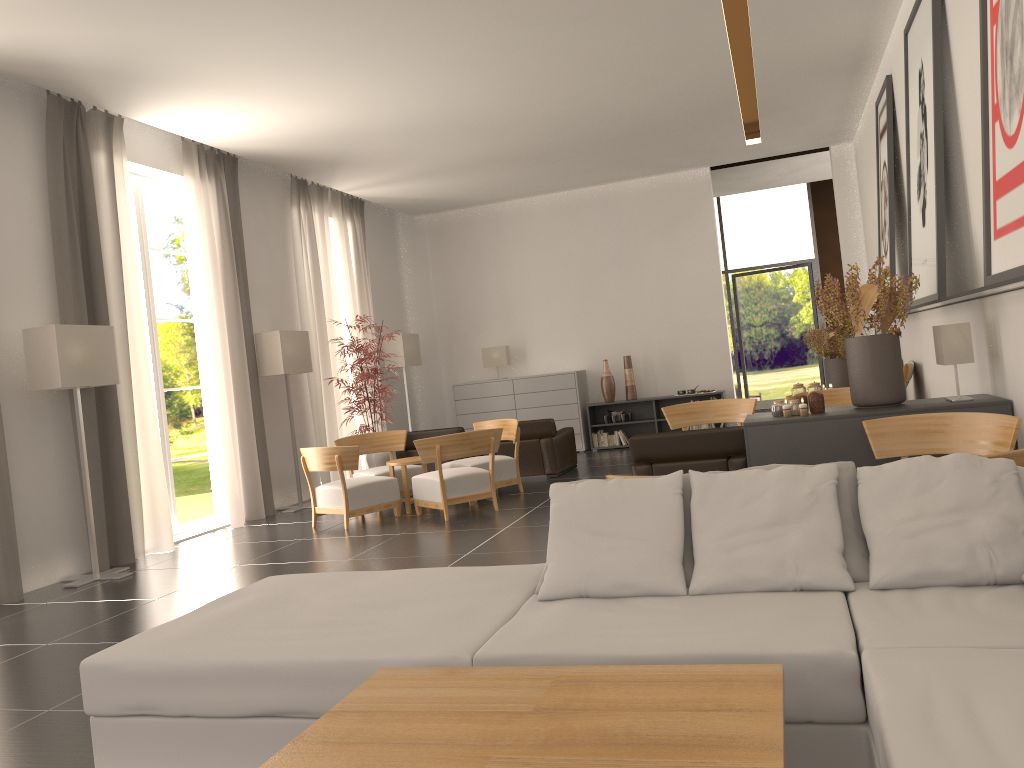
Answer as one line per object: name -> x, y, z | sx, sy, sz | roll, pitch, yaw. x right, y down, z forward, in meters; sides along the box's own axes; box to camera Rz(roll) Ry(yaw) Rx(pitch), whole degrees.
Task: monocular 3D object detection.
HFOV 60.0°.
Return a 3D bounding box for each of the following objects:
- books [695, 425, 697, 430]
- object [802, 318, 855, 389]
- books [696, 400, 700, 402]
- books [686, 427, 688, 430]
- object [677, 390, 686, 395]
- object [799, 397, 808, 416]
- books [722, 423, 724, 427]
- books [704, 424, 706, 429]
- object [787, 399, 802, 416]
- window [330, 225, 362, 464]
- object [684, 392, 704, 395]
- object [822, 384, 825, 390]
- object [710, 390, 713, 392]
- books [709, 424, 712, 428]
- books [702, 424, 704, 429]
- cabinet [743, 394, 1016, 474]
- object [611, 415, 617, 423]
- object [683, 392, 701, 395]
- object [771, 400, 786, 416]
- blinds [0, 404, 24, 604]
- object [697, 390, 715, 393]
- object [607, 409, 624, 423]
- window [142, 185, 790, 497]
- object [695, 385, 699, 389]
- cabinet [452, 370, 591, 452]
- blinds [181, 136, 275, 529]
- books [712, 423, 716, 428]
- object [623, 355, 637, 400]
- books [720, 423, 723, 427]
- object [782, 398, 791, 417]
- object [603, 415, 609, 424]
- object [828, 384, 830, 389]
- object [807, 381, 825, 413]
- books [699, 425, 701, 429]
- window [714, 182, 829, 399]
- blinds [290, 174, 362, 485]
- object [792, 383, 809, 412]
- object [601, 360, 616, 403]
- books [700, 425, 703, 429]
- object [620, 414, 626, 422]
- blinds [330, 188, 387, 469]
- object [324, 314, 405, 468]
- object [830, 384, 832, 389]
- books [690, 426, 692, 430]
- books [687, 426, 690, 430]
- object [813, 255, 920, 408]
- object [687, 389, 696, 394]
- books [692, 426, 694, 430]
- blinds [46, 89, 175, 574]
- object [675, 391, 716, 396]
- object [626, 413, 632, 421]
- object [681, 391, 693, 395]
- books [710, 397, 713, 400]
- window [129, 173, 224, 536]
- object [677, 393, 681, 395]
books -> 4.152, 1.061, 19.890 | 0.057, 0.328, 0.257 | -6, 0, 17
object -> 6.543, -0.567, 18.005 | 1.588, 1.554, 0.926 | -6, 0, -45
books -> 4.185, 0.534, 19.870 | 0.054, 0.329, 0.187 | -6, 0, 17
books -> 3.931, 1.070, 19.961 | 0.153, 0.360, 0.249 | -6, 0, 17
object -> 3.888, 0.193, 20.302 | 0.188, 0.082, 0.188 | -7, 1, -23
object -> 2.934, 0.228, 8.934 | 0.080, 0.187, 0.080 | -6, 0, 26
books -> 4.677, 0.985, 19.732 | 0.156, 0.371, 0.252 | -6, 0, 17
books -> 4.339, 1.002, 19.838 | 0.041, 0.404, 0.245 | -6, 0, 17
object -> 2.913, 0.243, 9.132 | 0.157, 0.158, 0.157 | -6, 0, -10
window -> -4.141, -0.692, 19.060 | 0.110, 5.751, 2.645 | -6, 0, 17
object -> 4.028, 0.218, 19.859 | 0.514, 0.015, 0.014 | -6, 0, 15
object -> 6.195, 0.131, 17.599 | 0.108, 0.254, 0.108 | -6, 0, -19
object -> 4.428, 0.162, 19.731 | 0.112, 0.040, 0.034 | -6, 0, 6
books -> 4.454, 1.019, 19.829 | 0.057, 0.346, 0.197 | -6, 0, 17
books -> 4.303, 1.041, 19.849 | 0.041, 0.335, 0.248 | -6, 0, 17
cabinet -> 3.681, 0.862, 9.045 | 2.399, 1.240, 1.121 | -6, 0, 17
object -> 2.351, 0.806, 20.369 | 0.135, 0.179, 0.136 | -6, 0, 18
object -> 3.974, 0.224, 19.916 | 0.514, 0.015, 0.014 | -6, 0, 9
object -> 2.794, 0.255, 9.285 | 0.157, 0.158, 0.157 | -6, 0, -10
blinds -> -6.359, -0.644, 9.764 | 0.417, 6.433, 1.550 | -6, 0, 13
object -> 4.364, 0.169, 19.987 | 0.293, 0.034, 0.405 | -7, 1, -25
object -> 2.411, 0.732, 20.567 | 0.413, 0.309, 0.142 | -6, 0, 32
window -> 7.426, -4.583, 20.036 | 99.060, 20.584, 48.652 | -6, 1, 17
object -> 4.149, 0.114, 20.249 | 0.261, 0.152, 0.086 | -6, 0, -15
cabinet -> 0.267, 0.771, 21.352 | 3.078, 1.876, 1.041 | -6, 0, 17
blinds -> -4.781, -0.883, 14.970 | 0.417, 6.433, 1.550 | -6, 0, 13
books -> 4.526, 1.024, 19.786 | 0.106, 0.325, 0.238 | -6, 0, 17
object -> 2.717, -0.143, 20.515 | 0.262, 1.025, 0.262 | -6, 0, 20
books -> 4.650, 0.993, 19.742 | 0.153, 0.360, 0.249 | -6, 0, 17
object -> 2.803, 0.241, 9.054 | 0.076, 0.187, 0.076 | -6, 0, 34
object -> 2.182, 0.824, 20.498 | 0.135, 0.179, 0.136 | -6, 0, 18
object -> 6.319, 0.117, 17.588 | 0.104, 0.254, 0.104 | -6, 0, -23
object -> 3.137, 0.134, 9.147 | 0.158, 0.325, 0.157 | -6, 0, -36
books -> 4.226, 1.013, 19.880 | 0.031, 0.406, 0.231 | -6, 0, 17
window -> 4.103, -2.478, 27.335 | 10.302, 7.382, 0.100 | -6, 0, 17
blinds -> -3.845, -1.025, 18.064 | 0.414, 6.433, 1.550 | -6, 0, 21
object -> 3.018, 0.145, 9.299 | 0.157, 0.325, 0.157 | -6, 0, 9
object -> 2.204, -0.068, 20.441 | 0.326, 0.992, 0.327 | -7, 0, 40
books -> 4.264, 1.024, 19.874 | 0.041, 0.377, 0.221 | -6, 0, 17
object -> 2.557, 0.784, 20.335 | 0.136, 0.179, 0.135 | -6, 0, -12
blinds -> -3.352, -1.099, 19.684 | 0.417, 6.433, 1.550 | -6, 0, 13
object -> -2.712, 0.399, 16.589 | 1.489, 3.398, 1.771 | -6, 0, 2
object -> 6.300, 0.121, 17.464 | 0.104, 0.254, 0.104 | -6, 0, -23
books -> 4.032, 1.067, 19.923 | 0.071, 0.344, 0.265 | -6, 0, 17
books -> 3.958, 1.061, 19.952 | 0.156, 0.371, 0.252 | -6, 0, 17
object -> 3.868, -0.562, 9.027 | 1.420, 1.554, 1.438 | -6, 0, 29
object -> 4.100, 0.171, 20.233 | 0.188, 0.082, 0.188 | -6, 1, 31
books -> 4.085, 1.043, 19.915 | 0.041, 0.377, 0.248 | -6, 0, 17
blinds -> -5.604, -0.759, 12.260 | 0.414, 6.433, 1.550 | -6, 0, 21
object -> 4.146, 0.212, 20.020 | 0.893, 0.003, 0.672 | -6, 1, 19
object -> 2.721, 0.764, 20.500 | 0.135, 0.179, 0.136 | -6, 0, 23
object -> 3.942, 0.203, 20.019 | 0.292, 0.058, 0.086 | -6, 0, 4
books -> 4.472, 0.476, 19.758 | 0.039, 0.384, 0.233 | -6, 0, 17
window -> -5.674, -0.461, 14.002 | 0.110, 5.751, 2.645 | -6, 0, 17
object -> 3.794, 0.228, 20.111 | 0.034, 0.040, 0.112 | -6, 1, -29
